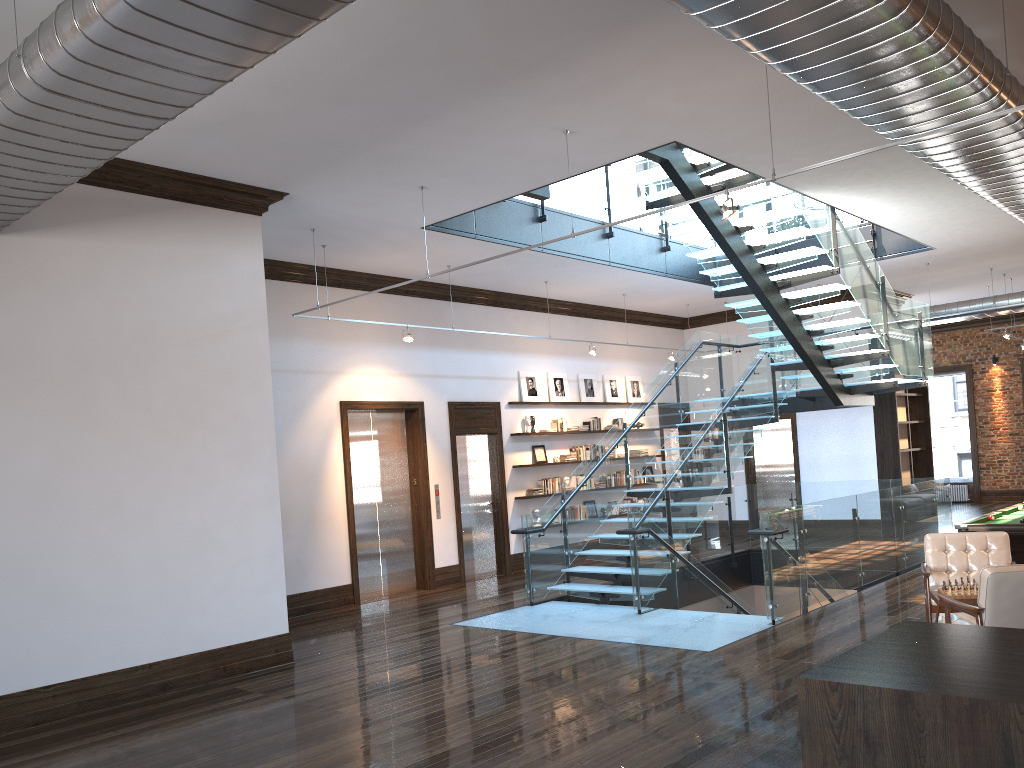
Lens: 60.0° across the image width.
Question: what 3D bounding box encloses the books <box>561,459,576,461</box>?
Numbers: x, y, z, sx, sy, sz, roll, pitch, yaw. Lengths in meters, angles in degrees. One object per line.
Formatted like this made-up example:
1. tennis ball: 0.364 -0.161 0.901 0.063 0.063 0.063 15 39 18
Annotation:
1. books: 0.950 1.283 14.979 0.143 0.011 0.257 -8 -6 38

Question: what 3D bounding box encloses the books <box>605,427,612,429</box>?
1. books: 1.798 0.789 15.963 0.144 0.013 0.226 -8 -7 42

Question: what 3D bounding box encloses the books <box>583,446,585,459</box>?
1. books: 1.177 1.190 15.230 0.168 0.251 0.022 -5 -1 42

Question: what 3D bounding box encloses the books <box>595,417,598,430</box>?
1. books: 1.443 0.705 15.560 0.162 0.225 0.011 -6 -1 42

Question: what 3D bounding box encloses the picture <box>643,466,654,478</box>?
1. picture: 2.596 1.714 16.825 0.078 0.299 0.300 -4 -2 42

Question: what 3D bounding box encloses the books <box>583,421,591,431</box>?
1. books: 1.302 0.733 15.393 0.167 0.161 0.037 -6 -2 42

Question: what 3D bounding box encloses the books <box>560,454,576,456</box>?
1. books: 0.944 1.197 14.978 0.141 0.011 0.288 -8 -6 38

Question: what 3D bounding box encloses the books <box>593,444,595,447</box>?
1. books: 1.385 1.190 15.466 0.159 0.265 0.011 -5 -1 42

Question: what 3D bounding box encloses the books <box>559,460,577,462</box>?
1. books: 0.947 1.304 14.982 0.141 0.011 0.286 -9 -7 44

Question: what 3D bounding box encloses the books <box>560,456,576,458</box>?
1. books: 0.943 1.229 14.981 0.142 0.011 0.255 -8 -6 39

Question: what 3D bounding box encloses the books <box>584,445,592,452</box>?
1. books: 1.329 1.189 15.401 0.159 0.262 0.026 -5 -1 42

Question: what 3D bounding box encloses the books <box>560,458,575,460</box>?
1. books: 0.946 1.262 14.981 0.255 0.011 0.143 1 -7 -45

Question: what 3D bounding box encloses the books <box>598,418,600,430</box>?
1. books: 1.459 0.708 15.567 0.167 0.218 0.021 -6 -1 42

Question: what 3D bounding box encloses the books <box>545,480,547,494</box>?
1. books: 0.499 1.686 14.459 0.138 0.226 0.021 -5 -1 42

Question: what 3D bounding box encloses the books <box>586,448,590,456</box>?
1. books: 1.266 1.211 15.299 0.185 0.209 0.064 -6 -2 42

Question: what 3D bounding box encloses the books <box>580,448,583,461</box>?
1. books: 1.146 1.205 15.173 0.167 0.215 0.013 -6 -1 42

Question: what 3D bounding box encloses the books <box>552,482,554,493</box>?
1. books: 0.631 1.712 14.593 0.143 0.179 0.013 -6 -1 42

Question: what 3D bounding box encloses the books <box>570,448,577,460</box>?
1. books: 1.043 1.206 15.102 0.142 0.213 0.005 -5 -1 42

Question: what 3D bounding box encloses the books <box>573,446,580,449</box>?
1. books: 1.107 1.188 15.177 0.137 0.254 0.033 -5 -1 42

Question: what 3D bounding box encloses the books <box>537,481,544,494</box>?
1. books: 0.462 1.686 14.429 0.125 0.226 0.047 -5 -1 42

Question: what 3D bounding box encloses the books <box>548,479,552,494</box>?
1. books: 0.593 1.679 14.543 0.139 0.243 0.015 -5 -1 42

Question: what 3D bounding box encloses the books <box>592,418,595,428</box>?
1. books: 1.378 0.711 15.495 0.154 0.211 0.023 -6 -1 42

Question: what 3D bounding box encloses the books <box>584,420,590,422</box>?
1. books: 1.306 0.723 15.421 0.127 0.184 0.042 -5 -1 42

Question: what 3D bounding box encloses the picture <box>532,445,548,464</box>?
1. picture: 0.458 1.151 14.516 0.078 0.299 0.300 -4 -2 42

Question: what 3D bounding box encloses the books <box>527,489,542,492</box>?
1. books: 0.359 1.712 14.294 0.218 0.028 0.144 1 -7 -43

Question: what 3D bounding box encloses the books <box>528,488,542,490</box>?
1. books: 0.368 1.692 14.310 0.135 0.014 0.215 -8 -7 42

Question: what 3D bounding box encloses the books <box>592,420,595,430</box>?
1. books: 1.362 0.724 15.448 0.167 0.180 0.028 -6 -2 42

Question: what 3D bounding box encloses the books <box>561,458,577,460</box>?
1. books: 0.950 1.272 14.978 0.287 0.011 0.141 1 -7 -43

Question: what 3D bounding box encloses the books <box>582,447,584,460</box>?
1. books: 1.162 1.203 15.214 0.160 0.223 0.006 -6 -1 42

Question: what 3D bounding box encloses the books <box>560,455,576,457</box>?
1. books: 0.944 1.218 14.980 0.142 0.011 0.256 -8 -6 38

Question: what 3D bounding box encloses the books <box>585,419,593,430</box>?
1. books: 1.337 0.710 15.435 0.157 0.208 0.022 -6 -1 42

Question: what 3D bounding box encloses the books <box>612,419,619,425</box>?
1. books: 1.881 0.731 16.048 0.136 0.200 0.011 -5 -1 42

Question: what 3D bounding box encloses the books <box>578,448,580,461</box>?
1. books: 1.089 1.207 15.114 0.158 0.208 0.005 -6 -1 42

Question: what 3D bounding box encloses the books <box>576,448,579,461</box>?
1. books: 1.071 1.205 15.106 0.154 0.212 0.005 -6 -1 42

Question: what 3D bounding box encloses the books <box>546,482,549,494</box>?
1. books: 0.534 1.697 14.479 0.157 0.202 0.013 -6 -1 42

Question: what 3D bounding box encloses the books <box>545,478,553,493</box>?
1. books: 0.610 1.674 14.592 0.127 0.258 0.014 -5 -1 42

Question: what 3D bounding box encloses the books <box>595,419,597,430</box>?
1. books: 1.434 0.717 15.552 0.131 0.203 0.014 -5 -1 42

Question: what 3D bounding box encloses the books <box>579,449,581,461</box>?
1. books: 1.114 1.216 15.140 0.160 0.191 0.006 -6 -1 42

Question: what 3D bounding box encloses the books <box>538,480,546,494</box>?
1. books: 0.494 1.680 14.441 0.134 0.236 0.013 -5 -1 42

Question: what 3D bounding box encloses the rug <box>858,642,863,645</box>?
1. rug: 3.662 2.091 6.827 1.979 0.015 1.968 -9 -7 44

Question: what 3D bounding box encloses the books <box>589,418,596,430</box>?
1. books: 1.394 0.708 15.503 0.156 0.217 0.011 -6 -1 42

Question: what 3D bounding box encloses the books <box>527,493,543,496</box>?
1. books: 0.372 1.779 14.306 0.144 0.028 0.234 -8 -7 42

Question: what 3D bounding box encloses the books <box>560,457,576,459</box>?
1. books: 0.945 1.251 14.981 0.142 0.011 0.255 -8 -6 39

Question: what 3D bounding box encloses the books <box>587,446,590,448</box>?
1. books: 1.293 1.202 15.363 0.151 0.235 0.026 -5 -1 42

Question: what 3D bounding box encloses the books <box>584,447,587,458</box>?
1. books: 1.222 1.204 15.280 0.137 0.227 0.022 -5 -1 42

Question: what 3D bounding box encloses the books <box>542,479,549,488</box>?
1. books: 0.545 1.680 14.502 0.129 0.240 0.012 -5 -1 42

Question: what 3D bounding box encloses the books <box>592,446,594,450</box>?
1. books: 1.361 1.203 15.426 0.164 0.235 0.025 -6 -1 42

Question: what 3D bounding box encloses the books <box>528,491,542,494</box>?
1. books: 0.371 1.752 14.312 0.155 0.028 0.191 -8 -6 37

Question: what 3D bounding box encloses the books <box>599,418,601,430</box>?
1. books: 1.498 0.713 15.622 0.163 0.214 0.023 -6 -1 42
